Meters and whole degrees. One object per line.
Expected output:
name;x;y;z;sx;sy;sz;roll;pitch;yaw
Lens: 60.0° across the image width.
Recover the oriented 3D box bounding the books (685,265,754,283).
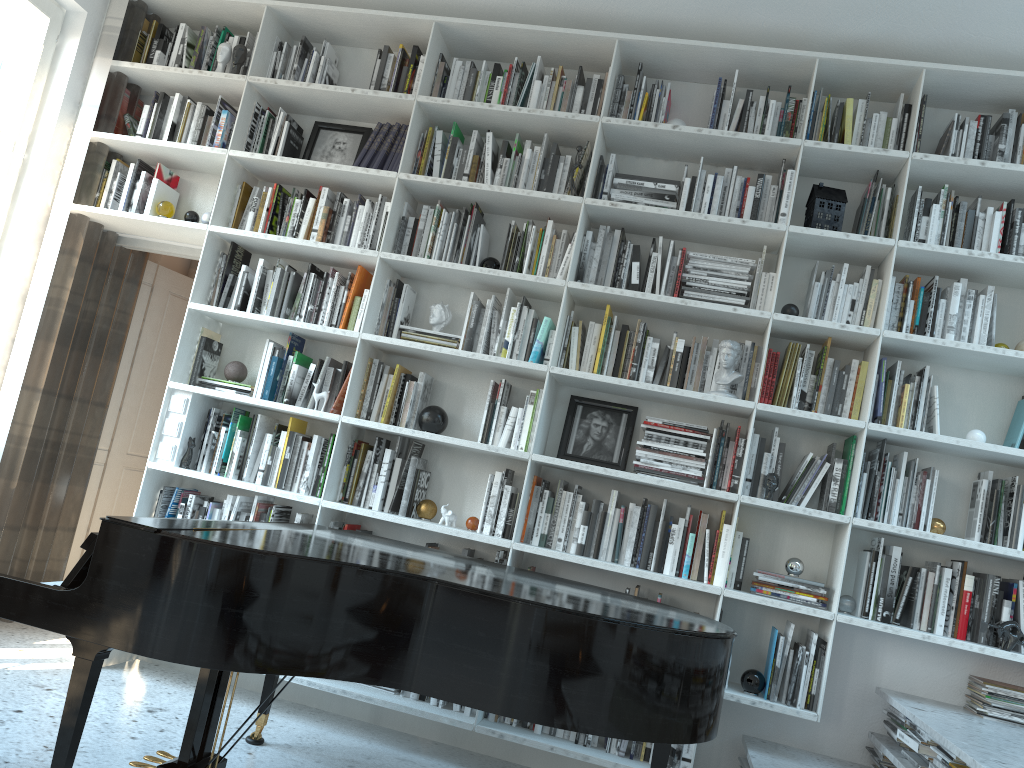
books;0.885;-0.461;3.808;0.285;0.012;0.160;11;-8;11

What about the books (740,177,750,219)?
books;0.994;-0.750;3.819;0.012;0.230;0.158;11;-7;12

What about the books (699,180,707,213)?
books;0.826;-0.766;3.869;0.011;0.204;0.133;11;-7;12

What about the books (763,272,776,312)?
books;1.081;-0.350;3.755;0.030;0.205;0.158;11;-7;12

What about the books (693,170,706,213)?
books;0.812;-0.787;3.862;0.021;0.237;0.171;11;-7;12

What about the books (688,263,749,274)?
books;0.886;-0.474;3.800;0.254;0.012;0.161;10;-8;17

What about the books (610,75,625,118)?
books;0.474;-1.227;3.990;0.026;0.252;0.186;11;-7;12

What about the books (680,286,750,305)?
books;0.864;-0.367;3.791;0.285;0.012;0.160;11;-8;9

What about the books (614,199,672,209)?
books;0.576;-0.765;3.910;0.254;0.012;0.161;11;-8;9

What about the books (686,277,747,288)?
books;0.875;-0.413;3.801;0.254;0.012;0.161;10;-8;13

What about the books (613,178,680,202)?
books;0.597;-0.852;3.922;0.285;0.024;0.160;10;-8;14

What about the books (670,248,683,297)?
books;0.708;-0.440;3.825;0.015;0.244;0.183;11;-7;12

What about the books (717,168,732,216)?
books;0.918;-0.783;3.863;0.029;0.273;0.140;11;-7;12

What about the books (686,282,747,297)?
books;0.869;-0.391;3.796;0.254;0.012;0.161;11;-8;10

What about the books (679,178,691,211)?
books;0.750;-0.773;3.868;0.025;0.187;0.193;11;-7;12

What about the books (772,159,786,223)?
books;1.131;-0.777;3.804;0.012;0.334;0.156;11;-7;12

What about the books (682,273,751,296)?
books;0.876;-0.426;3.798;0.285;0.012;0.160;10;-8;15

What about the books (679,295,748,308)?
books;0.858;-0.331;3.792;0.285;0.012;0.160;10;-8;13

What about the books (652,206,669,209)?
books;0.573;-0.753;3.904;0.254;0.012;0.161;10;-8;17

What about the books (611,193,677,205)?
books;0.581;-0.788;3.915;0.285;0.012;0.160;11;-8;10

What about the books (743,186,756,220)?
books;1.009;-0.727;3.808;0.028;0.188;0.176;11;-7;12

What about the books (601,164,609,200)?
books;0.417;-0.849;3.953;0.013;0.218;0.141;11;-7;12

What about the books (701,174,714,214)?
books;0.843;-0.771;3.852;0.027;0.216;0.190;11;-7;12

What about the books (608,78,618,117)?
books;0.459;-1.228;4.013;0.012;0.253;0.161;11;-7;12

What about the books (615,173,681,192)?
books;0.602;-0.875;3.930;0.285;0.024;0.160;10;-8;12

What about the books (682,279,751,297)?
books;0.872;-0.402;3.800;0.285;0.012;0.160;10;-8;13

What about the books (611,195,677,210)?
books;0.579;-0.776;3.911;0.285;0.012;0.160;11;-8;9

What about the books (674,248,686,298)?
books;0.719;-0.441;3.810;0.013;0.246;0.177;11;-7;12

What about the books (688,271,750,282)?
books;0.879;-0.438;3.800;0.254;0.012;0.161;11;-8;9

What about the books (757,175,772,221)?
books;1.077;-0.749;3.815;0.029;0.261;0.133;11;-7;12

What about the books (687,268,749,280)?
books;0.882;-0.449;3.804;0.254;0.012;0.161;10;-8;14

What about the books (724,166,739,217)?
books;0.939;-0.780;3.837;0.023;0.269;0.185;11;-7;12

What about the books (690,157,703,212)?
books;0.798;-0.815;3.853;0.011;0.283;0.190;11;-7;12

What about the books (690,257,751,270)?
books;0.893;-0.497;3.814;0.254;0.012;0.161;10;-8;12

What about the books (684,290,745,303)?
books;0.862;-0.355;3.794;0.254;0.012;0.161;11;-8;11

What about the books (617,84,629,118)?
books;0.498;-1.208;4.002;0.023;0.227;0.157;11;-7;12

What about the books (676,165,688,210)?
books;0.740;-0.808;3.880;0.012;0.253;0.161;11;-7;12

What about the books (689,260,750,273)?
books;0.889;-0.486;3.808;0.254;0.012;0.161;10;-8;14

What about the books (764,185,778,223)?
books;1.096;-0.718;3.792;0.029;0.202;0.192;11;-7;12

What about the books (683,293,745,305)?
books;0.860;-0.343;3.795;0.254;0.012;0.161;10;-8;12

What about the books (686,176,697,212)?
books;0.783;-0.782;3.893;0.024;0.223;0.128;11;-7;12

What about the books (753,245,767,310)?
books;1.043;-0.415;3.769;0.012;0.318;0.140;11;-7;12

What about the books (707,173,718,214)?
books;0.866;-0.779;3.861;0.012;0.244;0.131;11;-7;12

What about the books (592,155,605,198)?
books;0.384;-0.872;3.970;0.012;0.253;0.161;11;-7;12

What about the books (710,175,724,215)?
books;0.882;-0.765;3.846;0.028;0.218;0.184;11;-7;12

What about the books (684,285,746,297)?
books;0.867;-0.379;3.795;0.254;0.012;0.161;10;-8;14

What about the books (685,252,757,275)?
books;0.893;-0.511;3.804;0.285;0.012;0.160;11;-8;7

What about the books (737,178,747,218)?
books;0.984;-0.751;3.828;0.010;0.230;0.152;11;-7;12

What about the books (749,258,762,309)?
books;1.022;-0.388;3.753;0.012;0.253;0.161;11;-7;12

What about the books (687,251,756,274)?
books;0.897;-0.521;3.813;0.285;0.012;0.160;10;-8;14

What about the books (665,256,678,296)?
books;0.688;-0.428;3.835;0.024;0.216;0.132;11;-7;12

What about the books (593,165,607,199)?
books;0.393;-0.846;3.943;0.027;0.201;0.168;11;-7;12

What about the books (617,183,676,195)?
books;0.591;-0.829;3.915;0.254;0.025;0.161;11;-8;8

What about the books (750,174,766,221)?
books;1.044;-0.751;3.805;0.032;0.248;0.173;11;-7;12

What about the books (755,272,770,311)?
books;1.051;-0.353;3.755;0.029;0.198;0.172;11;-7;12

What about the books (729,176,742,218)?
books;0.955;-0.755;3.821;0.023;0.222;0.191;11;-7;12

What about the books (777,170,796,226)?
books;1.143;-0.734;3.729;0.037;0.237;0.273;11;-7;12

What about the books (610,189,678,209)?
books;0.585;-0.806;3.909;0.285;0.024;0.160;10;-8;17
